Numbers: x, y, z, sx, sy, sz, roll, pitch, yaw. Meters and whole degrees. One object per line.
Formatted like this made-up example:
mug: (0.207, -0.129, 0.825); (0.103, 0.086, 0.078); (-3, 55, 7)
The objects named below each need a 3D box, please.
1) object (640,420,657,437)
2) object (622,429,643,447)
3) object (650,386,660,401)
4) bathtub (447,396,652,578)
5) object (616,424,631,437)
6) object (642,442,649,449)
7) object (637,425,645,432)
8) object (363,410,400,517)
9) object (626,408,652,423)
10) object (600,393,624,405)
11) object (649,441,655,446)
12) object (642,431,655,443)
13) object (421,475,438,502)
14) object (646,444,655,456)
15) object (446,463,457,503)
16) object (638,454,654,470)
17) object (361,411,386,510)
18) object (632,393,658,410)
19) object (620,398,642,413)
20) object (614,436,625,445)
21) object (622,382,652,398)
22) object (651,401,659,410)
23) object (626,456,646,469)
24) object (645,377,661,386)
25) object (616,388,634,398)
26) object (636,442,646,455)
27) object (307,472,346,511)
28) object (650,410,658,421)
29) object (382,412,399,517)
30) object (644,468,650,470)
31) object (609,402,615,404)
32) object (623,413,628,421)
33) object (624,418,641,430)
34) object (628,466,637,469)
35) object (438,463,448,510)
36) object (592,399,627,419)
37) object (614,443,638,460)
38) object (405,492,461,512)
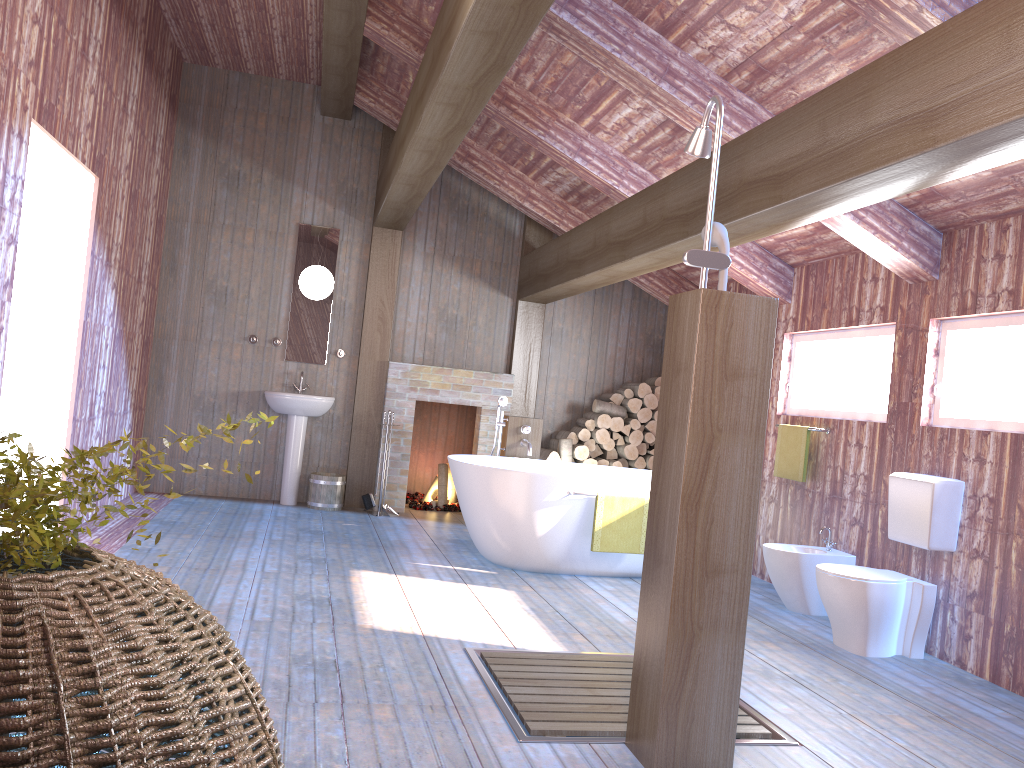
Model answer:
object: (1.224, 0.399, 8.185); (0.172, 0.151, 0.482); (6, -1, -12)
object: (1.061, 0.485, 8.118); (0.136, 0.157, 0.439); (6, -1, -12)
object: (1.297, 0.088, 8.191); (0.133, 0.142, 0.456); (6, -1, -12)
bathtub: (0.520, 0.697, 6.052); (1.935, 1.109, 1.460); (6, -1, 9)
object: (0.959, 0.416, 8.090); (0.109, 0.124, 0.424); (6, -1, -13)
object: (1.195, 0.561, 8.136); (0.065, 0.069, 0.177); (6, -1, -14)
object: (1.125, 0.410, 8.110); (0.095, 0.090, 0.278); (6, -1, -11)
object: (-1.114, 0.661, 7.552); (0.276, 0.888, 0.333); (5, -1, 29)
object: (1.136, 0.285, 8.135); (0.143, 0.151, 0.440); (6, -1, -12)
object: (0.917, 0.145, 8.182); (0.140, 0.121, 0.319); (6, -1, -11)
object: (1.256, 0.530, 8.151); (0.067, 0.069, 0.177); (6, -1, -13)
object: (1.188, 0.476, 8.146); (0.102, 0.109, 0.438); (6, -1, -12)
object: (-0.739, 1.009, 8.392); (0.221, 0.306, 0.121); (6, -1, 14)
object: (1.244, 0.593, 8.161); (0.115, 0.112, 0.423); (6, -1, -12)
object: (-0.591, 0.984, 8.491); (0.140, 0.459, 0.266); (6, -1, 5)
object: (1.230, 0.710, 8.167); (0.137, 0.133, 0.437); (6, -1, -15)
object: (-1.170, 0.644, 7.486); (0.136, 0.846, 0.062); (6, -1, -32)
object: (1.189, 0.153, 8.146); (0.141, 0.143, 0.437); (6, -1, -15)
object: (1.046, 0.186, 8.131); (0.139, 0.148, 0.458); (6, -1, -12)
object: (0.953, 0.506, 8.097); (0.085, 0.096, 0.280); (6, -1, -12)
object: (1.144, 0.057, 8.154); (0.135, 0.139, 0.456); (6, -1, -12)
object: (1.280, 0.205, 8.271); (0.132, 0.119, 0.319); (6, -1, -11)
object: (1.115, 0.706, 8.107); (0.114, 0.113, 0.301); (6, -1, -15)
object: (1.322, -0.007, 8.211); (0.104, 0.121, 0.270); (6, -1, -12)
object: (1.031, 0.085, 8.098); (0.094, 0.097, 0.227); (6, -1, -12)
object: (1.125, 0.579, 8.119); (0.111, 0.118, 0.302); (6, -1, -14)
object: (-1.575, 0.912, 7.526); (0.309, 0.290, 0.308); (6, -1, -3)
object: (1.273, 0.286, 8.164); (0.089, 0.106, 0.437); (6, -1, -12)
object: (-1.026, 0.671, 7.506); (0.206, 0.871, 0.126); (5, -1, 30)
object: (1.187, 0.824, 8.252); (0.118, 0.106, 0.319); (6, -1, -15)
object: (0.857, 0.224, 8.167); (0.113, 0.130, 0.291); (6, -1, -12)
object: (0.967, 0.284, 8.194); (0.121, 0.124, 0.291); (6, -1, -12)
object: (1.053, 0.354, 8.112); (0.102, 0.109, 0.438); (6, -1, -12)
object: (1.107, 0.814, 8.101); (0.116, 0.117, 0.289); (6, -1, -15)
object: (-0.644, 0.959, 8.244); (0.098, 0.434, 0.283); (6, -1, -15)
object: (0.875, 0.228, 7.969); (0.302, 0.157, 0.121); (6, -1, -12)
object: (1.006, 0.604, 8.106); (0.141, 0.143, 0.437); (6, -1, -15)
object: (-0.724, 1.135, 8.555); (0.829, 0.085, 0.935); (6, -1, -31)
